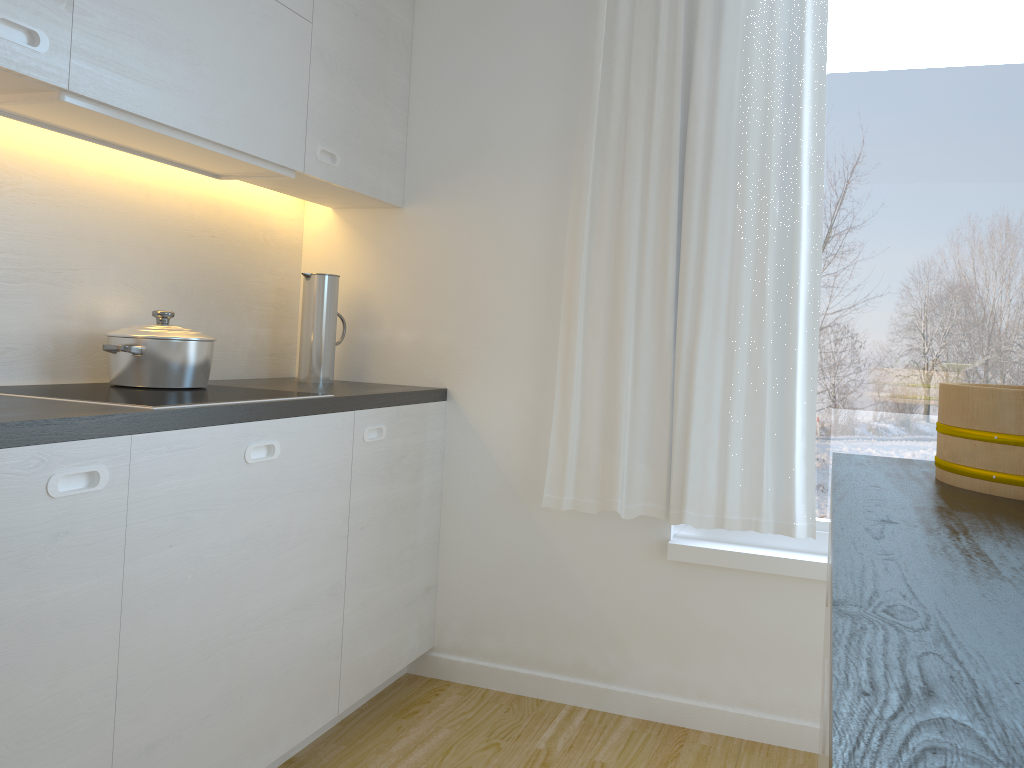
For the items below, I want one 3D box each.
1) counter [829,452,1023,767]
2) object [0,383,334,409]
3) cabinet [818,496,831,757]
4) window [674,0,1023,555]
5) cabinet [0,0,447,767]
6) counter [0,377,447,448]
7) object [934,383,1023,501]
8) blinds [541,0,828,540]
[{"bbox_3d":[0.435,0.191,0.324,0.601,0.040,2.400,4,3,20],"label":"counter"},{"bbox_3d":[-0.838,0.024,2.095,0.562,0.013,0.654,4,3,20],"label":"object"},{"bbox_3d":[0.411,0.666,0.316,0.601,0.910,2.399,3,2,20],"label":"cabinet"},{"bbox_3d":[1.843,-0.404,2.311,2.729,1.920,0.088,4,-1,20],"label":"window"},{"bbox_3d":[-0.967,-0.259,1.511,0.481,2.301,3.199,3,1,20],"label":"cabinet"},{"bbox_3d":[-0.837,0.042,2.090,0.601,0.040,2.000,4,3,20],"label":"counter"},{"bbox_3d":[0.811,0.042,1.230,0.429,0.214,0.379,1,3,-42],"label":"object"},{"bbox_3d":[0.520,-0.669,2.592,0.795,2.161,0.150,3,-1,20],"label":"blinds"}]
